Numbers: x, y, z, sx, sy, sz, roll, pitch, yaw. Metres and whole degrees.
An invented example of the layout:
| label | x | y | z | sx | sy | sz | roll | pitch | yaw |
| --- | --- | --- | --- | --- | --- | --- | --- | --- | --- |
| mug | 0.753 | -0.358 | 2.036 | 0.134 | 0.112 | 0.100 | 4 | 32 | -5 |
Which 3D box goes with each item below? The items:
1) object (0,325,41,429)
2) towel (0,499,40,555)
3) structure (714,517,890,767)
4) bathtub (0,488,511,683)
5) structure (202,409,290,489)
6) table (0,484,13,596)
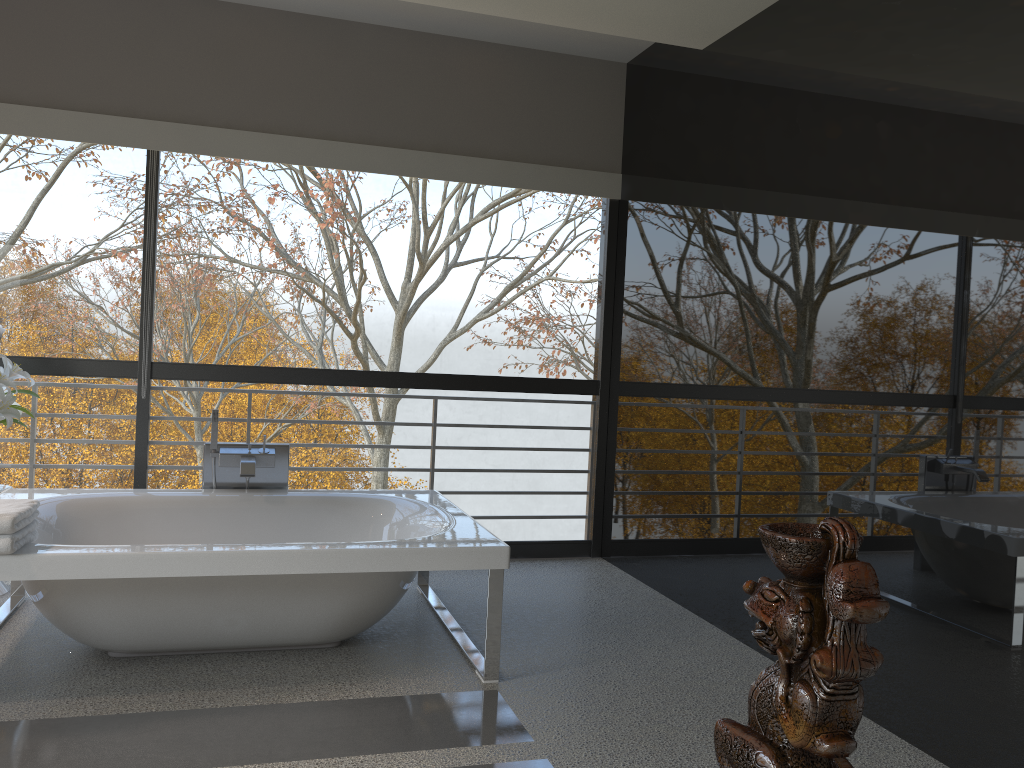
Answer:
| label | x | y | z | sx | sy | sz | roll | pitch | yaw |
| --- | --- | --- | --- | --- | --- | --- | --- | --- | --- |
| object | -2.448 | 0.081 | 4.036 | 0.450 | 0.796 | 0.460 | 3 | 1 | 11 |
| towel | -1.736 | 0.466 | 2.867 | 0.322 | 0.145 | 0.305 | 2 | 2 | -14 |
| structure | 0.245 | 0.652 | 0.810 | 0.292 | 1.074 | 0.328 | 2 | 1 | -17 |
| bathtub | -1.142 | 0.783 | 3.615 | 1.958 | 0.504 | 1.328 | 2 | 2 | -17 |
| structure | -1.265 | 0.573 | 4.203 | 0.402 | 0.884 | 0.330 | 2 | 1 | -17 |
| table | -2.468 | 0.718 | 4.059 | 0.307 | 0.478 | 0.308 | 2 | 2 | -33 |
